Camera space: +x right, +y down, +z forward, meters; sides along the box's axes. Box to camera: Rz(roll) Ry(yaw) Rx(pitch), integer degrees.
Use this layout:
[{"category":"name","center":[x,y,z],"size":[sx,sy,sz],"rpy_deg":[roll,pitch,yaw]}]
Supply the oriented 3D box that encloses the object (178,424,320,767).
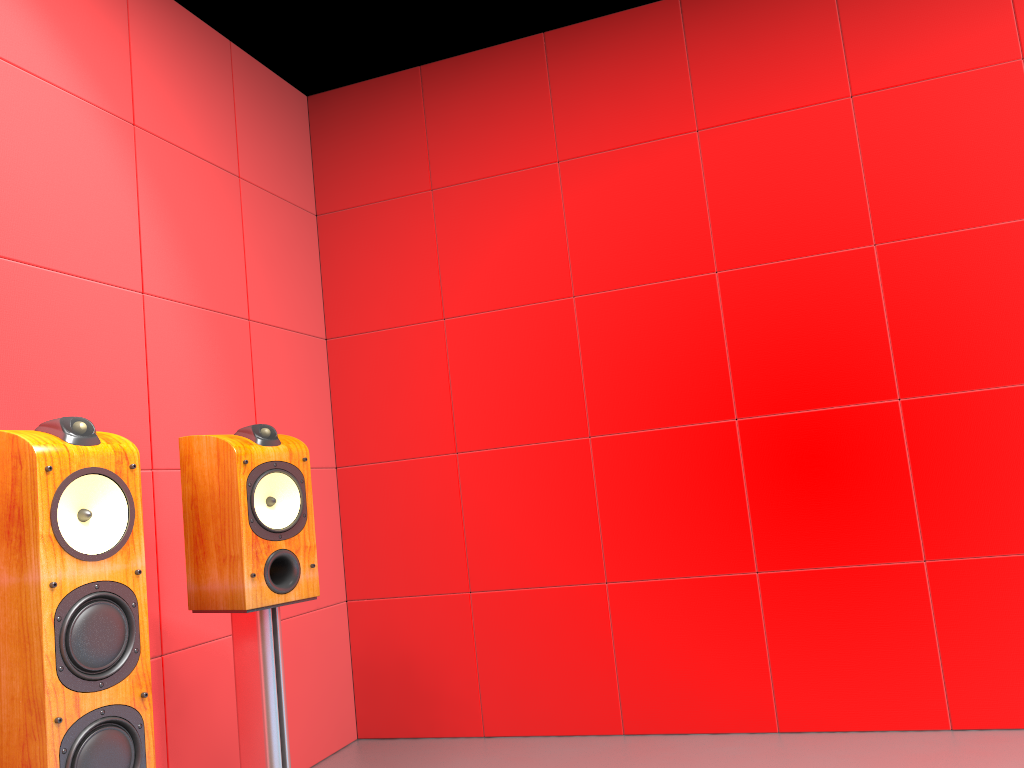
[{"category":"object","center":[-0.591,0.626,2.062],"size":[0.265,1.058,0.231],"rpy_deg":[-11,-9,38]}]

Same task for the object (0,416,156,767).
[{"category":"object","center":[-0.788,0.586,1.551],"size":[0.238,1.052,0.203],"rpy_deg":[-10,-8,28]}]
